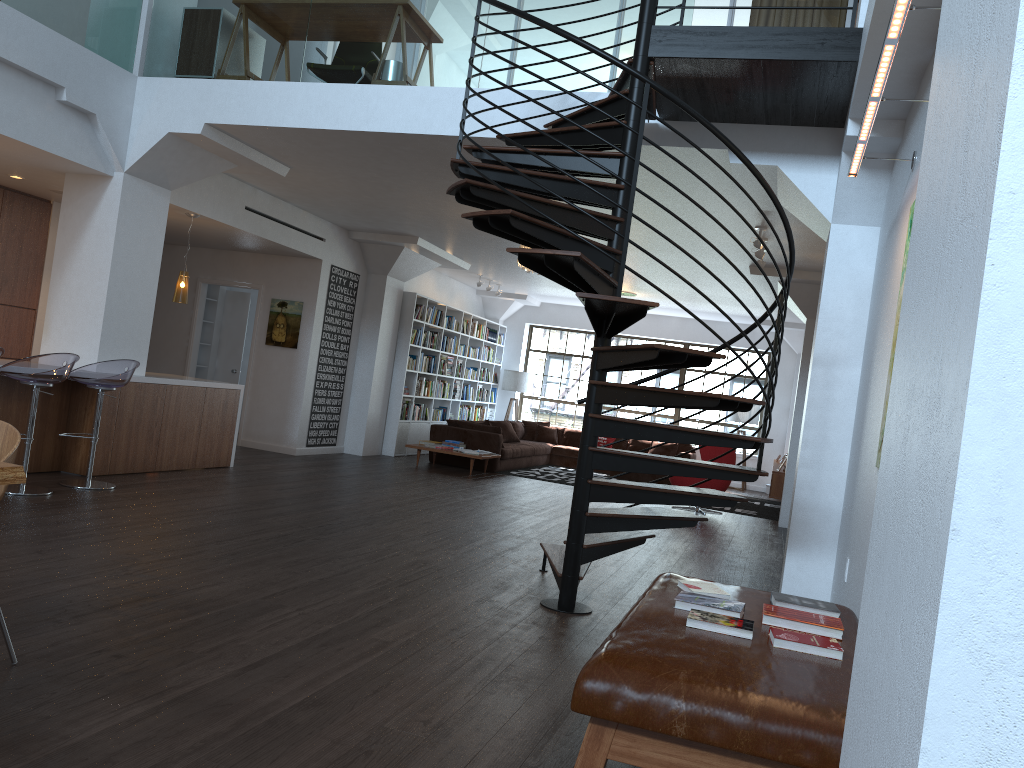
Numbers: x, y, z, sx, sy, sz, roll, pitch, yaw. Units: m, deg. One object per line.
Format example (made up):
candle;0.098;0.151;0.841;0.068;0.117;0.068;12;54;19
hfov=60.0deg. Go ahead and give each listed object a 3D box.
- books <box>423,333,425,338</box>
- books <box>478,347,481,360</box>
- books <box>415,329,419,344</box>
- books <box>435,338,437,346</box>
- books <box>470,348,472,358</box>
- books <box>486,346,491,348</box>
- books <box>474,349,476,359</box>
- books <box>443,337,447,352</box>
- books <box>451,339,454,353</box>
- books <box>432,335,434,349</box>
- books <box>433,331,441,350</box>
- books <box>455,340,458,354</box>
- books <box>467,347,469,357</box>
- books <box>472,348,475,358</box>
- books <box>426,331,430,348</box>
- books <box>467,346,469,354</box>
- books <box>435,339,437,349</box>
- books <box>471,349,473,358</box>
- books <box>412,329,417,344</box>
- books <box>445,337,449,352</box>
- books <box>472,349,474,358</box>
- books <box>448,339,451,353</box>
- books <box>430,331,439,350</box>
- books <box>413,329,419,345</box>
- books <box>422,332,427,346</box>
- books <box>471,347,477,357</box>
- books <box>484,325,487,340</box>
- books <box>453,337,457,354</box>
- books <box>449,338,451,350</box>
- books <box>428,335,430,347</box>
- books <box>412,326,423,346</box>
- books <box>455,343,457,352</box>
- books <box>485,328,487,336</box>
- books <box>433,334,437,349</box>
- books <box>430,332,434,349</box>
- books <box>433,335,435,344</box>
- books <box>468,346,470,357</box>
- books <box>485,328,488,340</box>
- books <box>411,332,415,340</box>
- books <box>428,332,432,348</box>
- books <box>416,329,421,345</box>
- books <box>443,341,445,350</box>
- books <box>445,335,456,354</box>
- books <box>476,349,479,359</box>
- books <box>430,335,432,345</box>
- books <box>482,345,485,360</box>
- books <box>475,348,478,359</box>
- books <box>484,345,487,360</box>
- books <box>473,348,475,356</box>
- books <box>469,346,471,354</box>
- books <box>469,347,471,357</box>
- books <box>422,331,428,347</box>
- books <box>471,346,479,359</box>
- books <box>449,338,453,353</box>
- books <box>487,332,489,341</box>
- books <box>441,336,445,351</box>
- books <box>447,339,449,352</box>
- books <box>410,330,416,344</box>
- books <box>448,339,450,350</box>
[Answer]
books;-1.432;-0.679;13.471;0.161;0.207;0.135;8;-1;17
books;-0.663;-0.561;16.043;0.158;0.226;0.052;8;-1;17
books;-1.500;-0.707;13.239;0.172;0.239;0.093;8;-1;17
books;-1.277;-0.661;13.989;0.161;0.223;0.032;8;-1;17
books;-0.779;-0.553;15.624;0.126;0.173;0.032;8;-1;17
books;-0.499;-0.565;16.562;0.176;0.290;0.036;8;-1;16
books;-0.717;-0.545;15.843;0.128;0.178;0.021;8;-1;17
books;-1.163;-0.652;14.337;0.174;0.239;0.045;8;-1;17
books;-1.065;-0.635;14.672;0.174;0.239;0.045;8;-1;17
books;-1.306;-0.666;13.874;0.161;0.223;0.032;8;-1;17
books;-1.238;-0.689;14.108;0.176;0.291;0.053;8;-1;17
books;-0.999;-0.630;14.873;0.159;0.250;0.026;8;-1;17
books;-0.819;-0.573;15.489;0.127;0.200;0.020;8;-1;17
books;-0.737;-0.548;15.796;0.128;0.178;0.022;8;-1;17
books;-1.373;-0.695;13.698;0.180;0.259;0.042;8;-1;17
books;-0.837;-0.577;15.436;0.146;0.202;0.027;8;-1;17
books;-1.275;-0.675;14.022;0.160;0.251;0.031;8;-1;17
books;-0.757;-0.547;15.669;0.107;0.167;0.017;8;-1;17
books;-1.514;-0.705;13.165;0.152;0.232;0.104;8;-1;17
books;-1.134;-0.653;14.434;0.182;0.253;0.034;8;-1;17
books;-0.748;-0.544;15.720;0.120;0.167;0.020;8;-1;17
books;-1.097;-0.632;14.557;0.161;0.223;0.027;8;-1;17
books;-1.269;-0.691;14.063;0.198;0.284;0.049;8;-1;17
books;-1.502;-0.705;13.195;0.172;0.235;0.112;8;-1;17
books;-1.421;-0.691;13.528;0.174;0.236;0.142;8;-1;17
books;-0.708;-0.555;15.885;0.127;0.200;0.020;8;-1;17
books;-0.575;-0.952;16.188;0.198;0.284;0.049;8;-1;17
books;-1.032;-0.652;14.807;0.197;0.283;0.065;8;-1;17
books;-1.096;-0.645;14.585;0.159;0.250;0.026;8;-1;17
books;-1.360;-0.689;13.735;0.160;0.251;0.039;8;-1;17
books;-1.448;-0.724;13.347;0.176;0.290;0.053;8;-1;17
books;-1.013;-0.618;14.849;0.161;0.223;0.026;8;-1;17
books;-0.557;-0.933;16.224;0.160;0.251;0.031;8;-1;17
books;-1.287;-0.672;13.948;0.174;0.240;0.054;8;-1;17
books;-1.328;-0.685;13.843;0.183;0.253;0.042;8;-1;17
books;-1.305;-0.666;13.907;0.161;0.223;0.033;8;-1;17
books;-0.810;-0.573;15.514;0.146;0.202;0.027;8;-1;17
books;-0.542;-0.916;16.251;0.161;0.223;0.032;8;-1;17
books;-1.547;-0.686;13.061;0.161;0.182;0.170;8;-1;17
books;-1.346;-0.685;13.772;0.171;0.246;0.039;8;-1;17
books;-1.482;-0.705;13.275;0.174;0.242;0.105;8;-1;17
books;-1.179;-0.661;14.301;0.182;0.253;0.034;8;-1;17
books;-1.045;-0.657;14.747;0.176;0.290;0.053;8;-1;17
books;-0.683;-0.546;15.955;0.139;0.191;0.036;8;-1;17
books;-1.339;-0.672;13.807;0.161;0.223;0.033;8;-1;17
books;-0.614;-0.581;16.197;0.198;0.284;0.066;8;-1;16
books;-0.697;-0.551;15.917;0.136;0.196;0.045;8;-1;17
books;-0.575;-0.578;16.300;0.176;0.290;0.053;8;-1;16
books;-0.730;-0.550;15.821;0.134;0.184;0.030;8;-1;17
books;-0.810;-0.573;15.542;0.146;0.202;0.027;8;-1;17
books;-0.796;-0.565;15.571;0.139;0.191;0.036;8;-1;17
books;-1.393;-0.696;13.614;0.183;0.253;0.042;8;-1;17
books;-0.673;-0.565;15.995;0.140;0.231;0.042;8;-1;17
books;-1.082;-0.641;14.624;0.170;0.245;0.057;8;-1;17
books;-0.514;-0.912;16.347;0.161;0.223;0.033;8;-1;17
books;-1.179;-0.661;14.266;0.182;0.253;0.034;8;-1;17
books;-1.124;-0.640;14.503;0.167;0.230;0.037;8;-1;17
books;-1.527;-0.700;13.138;0.161;0.218;0.101;8;-1;17
books;-1.107;-0.634;14.532;0.161;0.223;0.026;8;-1;17
